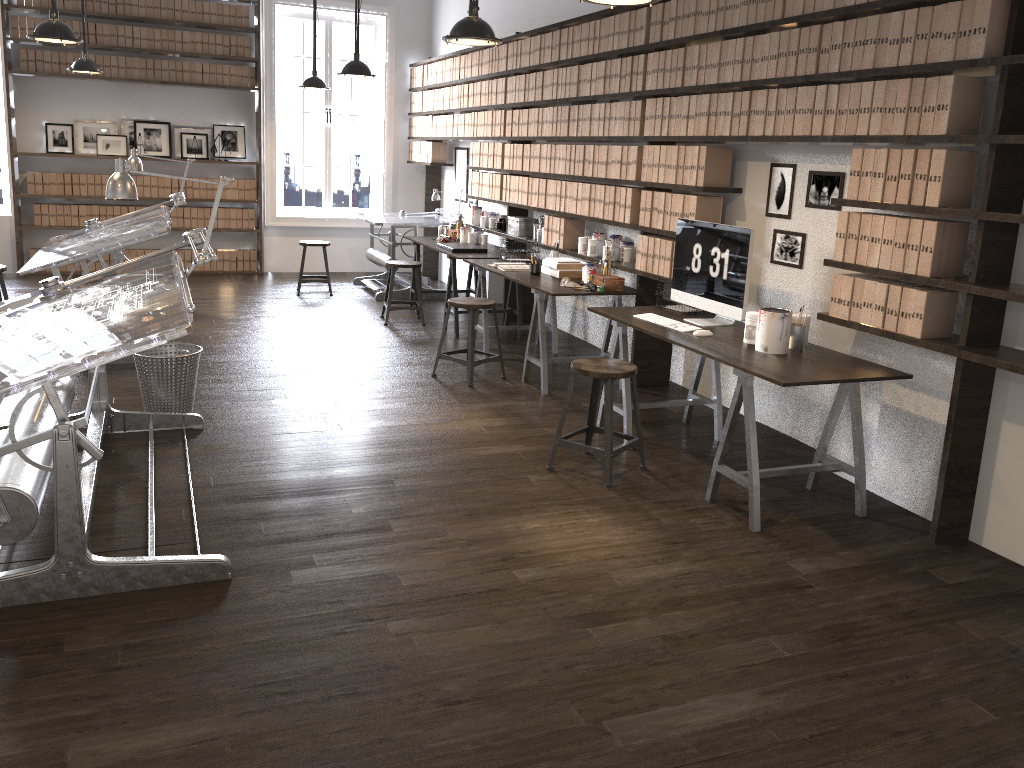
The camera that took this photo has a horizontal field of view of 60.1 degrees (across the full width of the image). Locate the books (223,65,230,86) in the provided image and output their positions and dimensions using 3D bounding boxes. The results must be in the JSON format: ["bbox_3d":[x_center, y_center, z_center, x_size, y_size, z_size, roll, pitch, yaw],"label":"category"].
[{"bbox_3d":[-3.147,-3.387,9.737,0.067,0.223,0.176,-2,14,-22],"label":"books"}]

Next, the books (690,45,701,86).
[{"bbox_3d":[1.098,-1.778,4.976,0.174,0.223,0.067,-2,13,-22],"label":"books"}]

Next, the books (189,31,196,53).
[{"bbox_3d":[-3.452,-3.672,9.547,0.067,0.223,0.176,-2,14,-22],"label":"books"}]

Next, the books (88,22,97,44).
[{"bbox_3d":[-4.349,-3.622,9.182,0.067,0.223,0.176,-2,14,-22],"label":"books"}]

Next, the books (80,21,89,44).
[{"bbox_3d":[-4.421,-3.619,9.159,0.067,0.223,0.176,-2,14,-22],"label":"books"}]

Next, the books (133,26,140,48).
[{"bbox_3d":[-3.958,-3.643,9.340,0.067,0.223,0.176,-2,14,-22],"label":"books"}]

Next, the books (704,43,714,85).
[{"bbox_3d":[1.154,-1.742,4.849,0.174,0.223,0.067,-2,13,-22],"label":"books"}]

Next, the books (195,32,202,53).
[{"bbox_3d":[-3.388,-3.674,9.568,0.067,0.223,0.176,-2,14,-22],"label":"books"}]

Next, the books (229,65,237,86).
[{"bbox_3d":[-3.079,-3.390,9.760,0.067,0.223,0.176,-2,14,-22],"label":"books"}]

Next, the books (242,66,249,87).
[{"bbox_3d":[-2.960,-3.398,9.813,0.067,0.223,0.176,-2,14,-22],"label":"books"}]

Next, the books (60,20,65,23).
[{"bbox_3d":[-4.618,-3.608,9.080,0.067,0.223,0.176,-2,14,-22],"label":"books"}]

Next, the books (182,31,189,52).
[{"bbox_3d":[-3.509,-3.668,9.522,0.067,0.223,0.176,-2,14,-22],"label":"books"}]

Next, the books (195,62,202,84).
[{"bbox_3d":[-3.409,-3.373,9.631,0.067,0.223,0.176,-2,14,-22],"label":"books"}]

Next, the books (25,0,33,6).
[{"bbox_3d":[-4.857,-3.901,8.907,0.067,0.223,0.176,-2,14,-22],"label":"books"}]

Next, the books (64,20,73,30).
[{"bbox_3d":[-4.552,-3.612,9.106,0.067,0.223,0.176,-2,14,-22],"label":"books"}]

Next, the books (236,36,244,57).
[{"bbox_3d":[-2.992,-3.698,9.734,0.067,0.223,0.176,-2,14,-22],"label":"books"}]

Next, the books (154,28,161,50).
[{"bbox_3d":[-3.770,-3.653,9.414,0.067,0.223,0.176,-2,14,-22],"label":"books"}]

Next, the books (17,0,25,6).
[{"bbox_3d":[-4.925,-3.897,8.880,0.067,0.223,0.176,-2,14,-22],"label":"books"}]

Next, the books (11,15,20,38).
[{"bbox_3d":[-4.998,-3.588,8.928,0.067,0.223,0.176,-2,14,-22],"label":"books"}]

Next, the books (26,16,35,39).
[{"bbox_3d":[-4.866,-3.594,8.975,0.067,0.223,0.176,-2,14,-22],"label":"books"}]

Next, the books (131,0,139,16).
[{"bbox_3d":[-3.949,-3.951,9.272,0.067,0.223,0.176,-2,14,-22],"label":"books"}]

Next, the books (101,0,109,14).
[{"bbox_3d":[-4.215,-3.937,9.167,0.067,0.223,0.176,-2,14,-22],"label":"books"}]

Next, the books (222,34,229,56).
[{"bbox_3d":[-3.130,-3.690,9.678,0.067,0.223,0.176,-2,14,-22],"label":"books"}]

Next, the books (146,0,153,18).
[{"bbox_3d":[-3.820,-3.960,9.331,0.067,0.223,0.176,-2,14,-22],"label":"books"}]

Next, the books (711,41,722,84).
[{"bbox_3d":[1.174,-1.725,4.786,0.174,0.223,0.067,-2,13,-22],"label":"books"}]

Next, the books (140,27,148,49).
[{"bbox_3d":[-3.891,-3.647,9.369,0.067,0.223,0.176,-2,14,-22],"label":"books"}]

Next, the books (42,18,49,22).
[{"bbox_3d":[-4.742,-3.601,9.028,0.067,0.223,0.176,-2,14,-22],"label":"books"}]

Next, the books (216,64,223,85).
[{"bbox_3d":[-3.213,-3.385,9.714,0.067,0.223,0.176,-2,14,-22],"label":"books"}]

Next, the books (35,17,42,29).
[{"bbox_3d":[-4.800,-3.598,9.004,0.067,0.223,0.176,-2,14,-22],"label":"books"}]

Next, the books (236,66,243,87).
[{"bbox_3d":[-3.017,-3.393,9.785,0.067,0.223,0.176,-2,14,-22],"label":"books"}]

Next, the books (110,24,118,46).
[{"bbox_3d":[-4.161,-3.632,9.257,0.067,0.223,0.176,-2,14,-22],"label":"books"}]

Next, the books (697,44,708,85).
[{"bbox_3d":[1.128,-1.760,4.913,0.174,0.223,0.067,-2,13,-22],"label":"books"}]

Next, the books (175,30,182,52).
[{"bbox_3d":[-3.576,-3.664,9.493,0.067,0.223,0.176,-2,14,-22],"label":"books"}]

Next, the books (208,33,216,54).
[{"bbox_3d":[-3.262,-3.683,9.625,0.067,0.223,0.176,-2,14,-22],"label":"books"}]

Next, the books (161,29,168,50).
[{"bbox_3d":[-3.708,-3.659,9.446,0.067,0.223,0.176,-2,14,-22],"label":"books"}]

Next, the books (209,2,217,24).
[{"bbox_3d":[-3.230,-3.991,9.564,0.067,0.223,0.176,-2,14,-22],"label":"books"}]

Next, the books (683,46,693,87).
[{"bbox_3d":[1.076,-1.796,5.042,0.174,0.223,0.067,-2,13,-22],"label":"books"}]

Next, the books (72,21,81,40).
[{"bbox_3d":[-4.485,-3.615,9.129,0.067,0.223,0.176,-2,14,-22],"label":"books"}]

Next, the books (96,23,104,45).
[{"bbox_3d":[-4.283,-3.627,9.215,0.067,0.223,0.176,-2,14,-22],"label":"books"}]

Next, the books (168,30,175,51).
[{"bbox_3d":[-3.643,-3.662,9.471,0.067,0.223,0.176,-2,14,-22],"label":"books"}]

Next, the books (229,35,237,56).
[{"bbox_3d":[-3.059,-3.693,9.701,0.067,0.223,0.176,-2,14,-22],"label":"books"}]

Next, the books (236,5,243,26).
[{"bbox_3d":[-2.982,-4.006,9.667,0.067,0.223,0.176,-2,14,-22],"label":"books"}]

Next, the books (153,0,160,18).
[{"bbox_3d":[-3.754,-3.963,9.356,0.067,0.223,0.176,-2,14,-22],"label":"books"}]

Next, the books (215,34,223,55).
[{"bbox_3d":[-3.195,-3.685,9.647,0.067,0.223,0.176,-2,14,-22],"label":"books"}]

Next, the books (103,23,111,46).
[{"bbox_3d":[-4.221,-3.630,9.237,0.067,0.223,0.176,-2,14,-22],"label":"books"}]

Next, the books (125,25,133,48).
[{"bbox_3d":[-4.028,-3.640,9.314,0.067,0.223,0.176,-2,14,-22],"label":"books"}]

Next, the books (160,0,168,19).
[{"bbox_3d":[-3.685,-3.967,9.382,0.067,0.223,0.176,-2,14,-22],"label":"books"}]

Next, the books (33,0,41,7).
[{"bbox_3d":[-4.791,-3.906,8.937,0.067,0.223,0.176,-2,14,-22],"label":"books"}]

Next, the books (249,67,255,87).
[{"bbox_3d":[-2.895,-3.402,9.840,0.067,0.223,0.176,-2,14,-22],"label":"books"}]

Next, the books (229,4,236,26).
[{"bbox_3d":[-3.048,-4.002,9.640,0.067,0.223,0.176,-2,14,-22],"label":"books"}]

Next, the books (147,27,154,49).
[{"bbox_3d":[-3.834,-3.651,9.394,0.067,0.223,0.176,-2,14,-22],"label":"books"}]

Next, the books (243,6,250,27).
[{"bbox_3d":[-2.915,-4.008,9.689,0.067,0.223,0.176,-2,14,-22],"label":"books"}]

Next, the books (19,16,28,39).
[{"bbox_3d":[-4.933,-3.591,8.952,0.067,0.223,0.176,-2,14,-22],"label":"books"}]

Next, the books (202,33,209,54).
[{"bbox_3d":[-3.328,-3.679,9.598,0.067,0.223,0.176,-2,14,-22],"label":"books"}]

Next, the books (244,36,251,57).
[{"bbox_3d":[-2.921,-3.701,9.760,0.067,0.223,0.176,-2,14,-22],"label":"books"}]

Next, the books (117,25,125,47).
[{"bbox_3d":[-4.094,-3.635,9.284,0.067,0.223,0.176,-2,14,-22],"label":"books"}]
